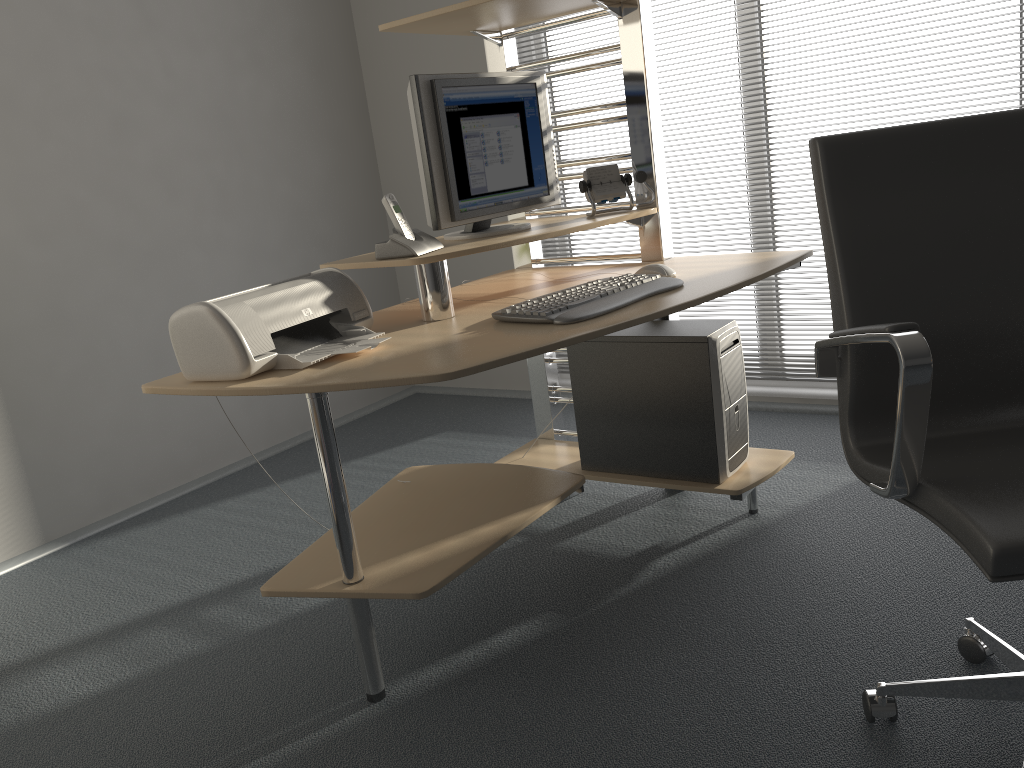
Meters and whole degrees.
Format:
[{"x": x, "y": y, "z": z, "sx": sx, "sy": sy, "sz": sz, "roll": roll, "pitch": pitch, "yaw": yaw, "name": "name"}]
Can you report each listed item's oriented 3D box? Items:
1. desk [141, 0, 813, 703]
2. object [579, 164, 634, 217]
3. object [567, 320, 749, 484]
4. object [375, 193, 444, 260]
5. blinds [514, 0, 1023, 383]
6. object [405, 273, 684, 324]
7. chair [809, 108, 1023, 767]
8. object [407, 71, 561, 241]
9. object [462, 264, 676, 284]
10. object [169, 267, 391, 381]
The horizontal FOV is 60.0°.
[{"x": 0.013, "y": -0.231, "z": 2.131, "sx": 0.967, "sy": 1.566, "sz": 1.469, "roll": 2, "pitch": 18, "yaw": 36, "name": "desk"}, {"x": 0.270, "y": -0.560, "z": 2.557, "sx": 0.154, "sy": 0.135, "sz": 0.093, "roll": -12, "pitch": 15, "yaw": -16, "name": "object"}, {"x": 0.432, "y": 0.041, "z": 2.601, "sx": 0.471, "sy": 0.422, "sz": 0.199, "roll": 2, "pitch": 18, "yaw": 36, "name": "object"}, {"x": -0.261, "y": -0.392, "z": 2.162, "sx": 0.119, "sy": 0.151, "sz": 0.150, "roll": -2, "pitch": 15, "yaw": 22, "name": "object"}, {"x": 0.815, "y": -1.339, "z": 3.207, "sx": 1.950, "sy": 2.749, "sz": 0.037, "roll": 2, "pitch": 18, "yaw": 36, "name": "blinds"}, {"x": -0.010, "y": -0.200, "z": 2.275, "sx": 0.814, "sy": 0.082, "sz": 0.478, "roll": 6, "pitch": 20, "yaw": 43, "name": "object"}, {"x": 0.847, "y": 0.104, "z": 1.418, "sx": 0.584, "sy": 1.048, "sz": 0.652, "roll": -7, "pitch": 14, "yaw": 2, "name": "chair"}, {"x": -0.089, "y": -0.624, "z": 2.430, "sx": 0.516, "sy": 0.418, "sz": 0.245, "roll": -19, "pitch": 18, "yaw": -37, "name": "object"}, {"x": 0.158, "y": -0.299, "z": 2.556, "sx": 0.742, "sy": 0.088, "sz": 0.168, "roll": 3, "pitch": 18, "yaw": 38, "name": "object"}, {"x": -0.447, "y": -0.142, "z": 1.907, "sx": 0.351, "sy": 0.162, "sz": 0.438, "roll": 0, "pitch": 16, "yaw": 28, "name": "object"}]
